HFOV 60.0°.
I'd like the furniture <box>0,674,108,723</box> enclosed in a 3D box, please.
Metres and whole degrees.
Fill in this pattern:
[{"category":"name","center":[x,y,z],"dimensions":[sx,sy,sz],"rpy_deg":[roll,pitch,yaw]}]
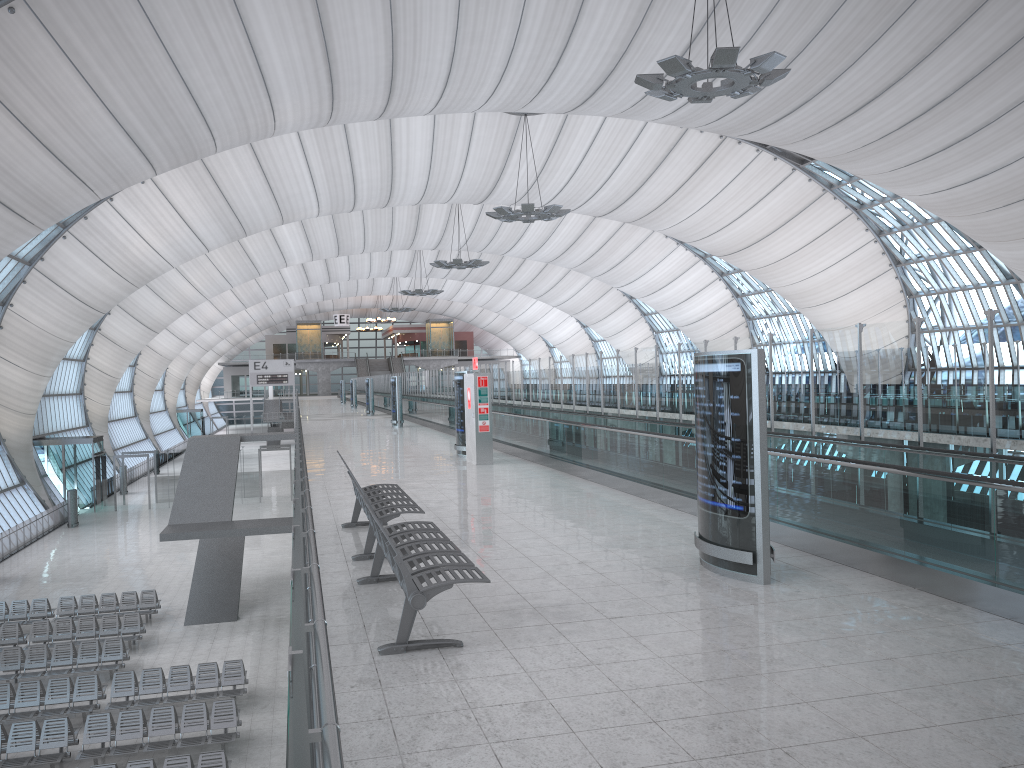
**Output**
[{"category":"furniture","center":[-9.699,6.429,17.851],"dimensions":[2.705,0.913,1.572],"rpy_deg":[-2,0,-14]}]

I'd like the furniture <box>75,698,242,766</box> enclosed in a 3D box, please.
[{"category":"furniture","center":[-6.369,6.344,16.189],"dimensions":[2.705,0.913,1.572],"rpy_deg":[-2,0,-14]}]

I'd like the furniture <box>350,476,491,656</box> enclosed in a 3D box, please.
[{"category":"furniture","center":[-0.767,1.238,6.620],"dimensions":[0.713,0.902,2.520],"rpy_deg":[-2,0,-14]}]

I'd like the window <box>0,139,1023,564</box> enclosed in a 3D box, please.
[{"category":"window","center":[-7.801,-3.485,77.758],"dimensions":[50.537,20.004,167.818],"rpy_deg":[-2,0,-14]}]

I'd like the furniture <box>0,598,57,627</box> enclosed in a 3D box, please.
[{"category":"furniture","center":[-14.272,6.514,24.624],"dimensions":[2.705,0.913,1.572],"rpy_deg":[-2,0,-14]}]

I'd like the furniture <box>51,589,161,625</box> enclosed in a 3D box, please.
[{"category":"furniture","center":[-11.508,6.428,25.295],"dimensions":[2.705,0.913,1.572],"rpy_deg":[-2,0,-14]}]

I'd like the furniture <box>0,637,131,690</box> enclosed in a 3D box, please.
[{"category":"furniture","center":[-10.330,6.429,20.446],"dimensions":[2.705,0.913,1.572],"rpy_deg":[-2,0,-14]}]

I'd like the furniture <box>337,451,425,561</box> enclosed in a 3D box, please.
[{"category":"furniture","center":[-1.463,1.237,9.561],"dimensions":[0.713,0.902,2.520],"rpy_deg":[-2,0,-14]}]

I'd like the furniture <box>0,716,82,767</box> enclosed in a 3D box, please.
[{"category":"furniture","center":[-9.132,6.430,15.517],"dimensions":[2.705,0.913,1.572],"rpy_deg":[-2,0,-14]}]

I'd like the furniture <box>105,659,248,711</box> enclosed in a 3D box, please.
[{"category":"furniture","center":[-6.935,6.343,18.522],"dimensions":[2.705,0.913,1.572],"rpy_deg":[-2,0,-14]}]

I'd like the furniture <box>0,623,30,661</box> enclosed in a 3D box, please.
[{"category":"furniture","center":[-13.648,6.514,22.057],"dimensions":[2.705,0.913,1.572],"rpy_deg":[-2,0,-14]}]

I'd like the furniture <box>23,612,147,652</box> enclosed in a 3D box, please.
[{"category":"furniture","center":[-10.884,6.428,22.729],"dimensions":[2.705,0.913,1.572],"rpy_deg":[-2,0,-14]}]

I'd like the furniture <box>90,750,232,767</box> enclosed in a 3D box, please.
[{"category":"furniture","center":[-5.802,6.344,13.855],"dimensions":[2.705,0.913,1.572],"rpy_deg":[-2,0,-14]}]
